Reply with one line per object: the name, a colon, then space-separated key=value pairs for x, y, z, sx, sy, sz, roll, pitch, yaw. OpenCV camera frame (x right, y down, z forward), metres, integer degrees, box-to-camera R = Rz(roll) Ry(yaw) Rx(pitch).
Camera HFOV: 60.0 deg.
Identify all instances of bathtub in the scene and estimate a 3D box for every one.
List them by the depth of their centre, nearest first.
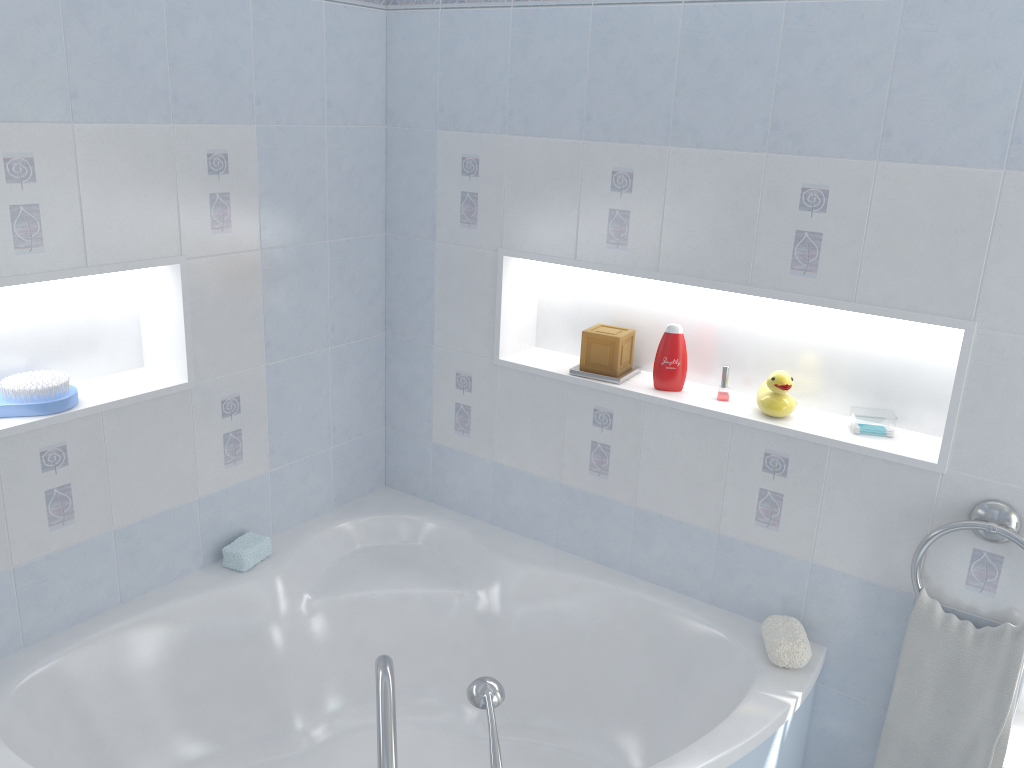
bathtub: x=-0.276 y=0.815 z=2.155 sx=1.596 sy=0.670 sz=1.578 roll=14 pitch=21 yaw=33

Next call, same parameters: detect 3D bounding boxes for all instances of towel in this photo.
towel: x=1.039 y=0.798 z=2.100 sx=0.280 sy=0.635 sz=0.083 roll=15 pitch=21 yaw=33

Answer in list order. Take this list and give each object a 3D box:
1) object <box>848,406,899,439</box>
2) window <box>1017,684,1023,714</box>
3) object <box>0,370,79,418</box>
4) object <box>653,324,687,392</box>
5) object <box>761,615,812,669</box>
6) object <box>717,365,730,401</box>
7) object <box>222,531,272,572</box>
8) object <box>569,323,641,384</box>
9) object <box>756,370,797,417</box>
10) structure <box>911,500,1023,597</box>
object: x=0.898 y=0.095 z=2.211 sx=0.102 sy=0.053 sz=0.072 roll=6 pitch=18 yaw=9
window: x=1.638 y=-0.070 z=1.743 sx=0.758 sy=2.067 sz=0.142 roll=14 pitch=21 yaw=33
object: x=-1.275 y=0.049 z=2.012 sx=0.534 sy=0.065 sz=0.172 roll=-12 pitch=23 yaw=-39
object: x=0.441 y=-0.073 z=2.453 sx=0.092 sy=0.190 sz=0.044 roll=5 pitch=18 yaw=8
object: x=0.693 y=0.650 z=2.244 sx=0.105 sy=0.077 sz=0.165 roll=4 pitch=18 yaw=6
object: x=0.576 y=-0.003 z=2.403 sx=0.030 sy=0.096 sz=0.030 roll=5 pitch=18 yaw=6
object: x=-0.769 y=0.486 z=2.574 sx=0.081 sy=0.059 sz=0.128 roll=9 pitch=19 yaw=20
object: x=0.278 y=-0.095 z=2.589 sx=0.160 sy=0.130 sz=0.160 roll=12 pitch=20 yaw=28
object: x=0.688 y=0.020 z=2.303 sx=0.095 sy=0.122 sz=0.132 roll=2 pitch=17 yaw=-1
structure: x=1.064 y=0.424 z=2.005 sx=0.291 sy=0.332 sz=0.051 roll=14 pitch=21 yaw=33
